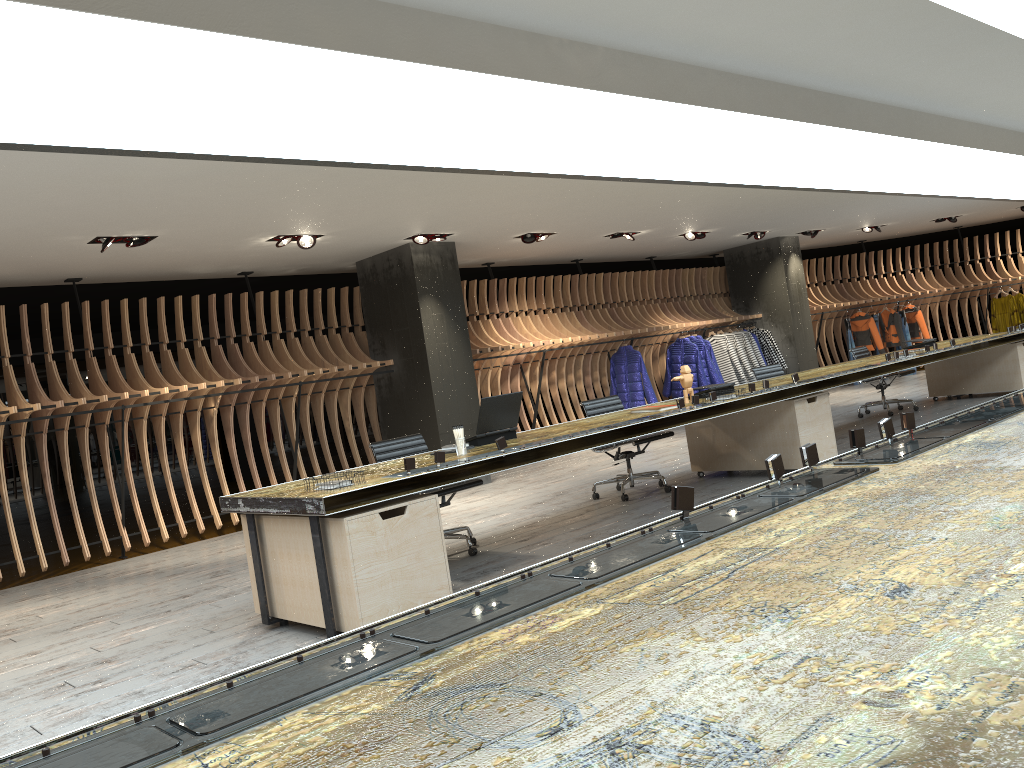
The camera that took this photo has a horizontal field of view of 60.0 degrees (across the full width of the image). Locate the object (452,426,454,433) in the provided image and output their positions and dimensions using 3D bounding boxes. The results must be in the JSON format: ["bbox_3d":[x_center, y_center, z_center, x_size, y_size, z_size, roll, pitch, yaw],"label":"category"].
[{"bbox_3d":[-0.341,0.342,5.417,0.030,0.170,0.007,-9,0,-32],"label":"object"}]

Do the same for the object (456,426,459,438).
[{"bbox_3d":[-0.325,0.339,5.394,0.007,0.170,0.030,-9,0,-22],"label":"object"}]

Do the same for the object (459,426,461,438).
[{"bbox_3d":[-0.316,0.338,5.394,0.030,0.170,0.007,-9,0,41],"label":"object"}]

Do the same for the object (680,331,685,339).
[{"bbox_3d":[2.647,-0.680,13.824,0.012,0.292,0.522,-8,0,-42],"label":"object"}]

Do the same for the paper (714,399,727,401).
[{"bbox_3d":[1.611,0.118,6.785,0.130,0.003,0.176,-9,1,-44],"label":"paper"}]

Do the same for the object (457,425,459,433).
[{"bbox_3d":[-0.317,0.338,5.436,0.007,0.170,0.030,-9,0,-29],"label":"object"}]

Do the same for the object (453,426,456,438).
[{"bbox_3d":[-0.340,0.341,5.407,0.007,0.170,0.030,-9,0,32],"label":"object"}]

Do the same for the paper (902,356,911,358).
[{"bbox_3d":[3.981,-0.275,8.941,0.130,0.004,0.176,-9,1,-35],"label":"paper"}]

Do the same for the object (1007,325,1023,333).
[{"bbox_3d":[6.448,-0.703,11.217,0.302,0.074,0.217,-8,1,42],"label":"object"}]

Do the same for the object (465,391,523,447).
[{"bbox_3d":[-0.157,0.242,6.016,0.373,0.316,0.365,-9,0,-42],"label":"object"}]

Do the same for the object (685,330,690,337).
[{"bbox_3d":[2.771,-0.705,13.894,0.012,0.291,0.522,-8,0,-42],"label":"object"}]

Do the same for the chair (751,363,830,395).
[{"bbox_3d":[2.978,0.203,9.432,0.667,0.859,0.694,-9,0,44],"label":"chair"}]

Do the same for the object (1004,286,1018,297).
[{"bbox_3d":[9.694,-1.810,17.239,0.012,0.270,0.525,-9,0,-12],"label":"object"}]

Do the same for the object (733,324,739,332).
[{"bbox_3d":[3.746,-0.854,14.773,0.012,0.313,0.517,-8,0,-42],"label":"object"}]

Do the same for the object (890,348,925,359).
[{"bbox_3d":[3.979,-0.298,8.939,0.302,0.071,0.209,-8,1,42],"label":"object"}]

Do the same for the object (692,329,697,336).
[{"bbox_3d":[2.890,-0.733,14.027,0.012,0.270,0.524,-8,0,-42],"label":"object"}]

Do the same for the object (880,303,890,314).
[{"bbox_3d":[7.171,-1.422,17.033,0.012,0.270,0.524,-9,0,-22],"label":"object"}]

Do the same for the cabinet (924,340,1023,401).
[{"bbox_3d":[5.996,-0.167,11.352,0.594,0.630,1.130,-9,0,-42],"label":"cabinet"}]

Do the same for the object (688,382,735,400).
[{"bbox_3d":[1.674,0.059,7.469,0.373,0.088,0.262,-9,1,-42],"label":"object"}]

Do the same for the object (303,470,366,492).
[{"bbox_3d":[-0.915,0.505,4.581,0.302,0.074,0.217,-8,1,42],"label":"object"}]

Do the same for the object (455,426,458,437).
[{"bbox_3d":[-0.327,0.339,5.435,0.030,0.170,0.007,-9,0,34],"label":"object"}]

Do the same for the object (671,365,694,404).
[{"bbox_3d":[1.362,0.006,6.999,0.097,0.300,0.321,-9,0,32],"label":"object"}]

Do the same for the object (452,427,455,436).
[{"bbox_3d":[-0.341,0.342,5.411,0.007,0.170,0.030,-9,0,44],"label":"object"}]

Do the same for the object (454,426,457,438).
[{"bbox_3d":[-0.334,0.341,5.399,0.007,0.170,0.030,-9,0,5],"label":"object"}]

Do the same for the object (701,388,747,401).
[{"bbox_3d":[1.621,0.090,6.776,0.302,0.074,0.217,-8,1,42],"label":"object"}]

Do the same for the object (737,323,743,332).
[{"bbox_3d":[3.850,-0.892,14.951,0.012,0.270,0.524,-8,0,-42],"label":"object"}]

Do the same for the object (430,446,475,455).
[{"bbox_3d":[-0.388,0.431,5.764,0.212,0.019,0.219,-8,1,33],"label":"object"}]

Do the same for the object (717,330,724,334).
[{"bbox_3d":[3.423,-0.801,14.477,0.012,0.313,0.517,-8,0,-42],"label":"object"}]

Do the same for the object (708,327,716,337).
[{"bbox_3d":[3.250,-0.773,14.318,0.012,0.313,0.517,-8,0,-42],"label":"object"}]

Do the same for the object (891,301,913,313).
[{"bbox_3d":[7.454,-1.480,17.111,0.548,0.243,0.023,-8,0,24],"label":"object"}]

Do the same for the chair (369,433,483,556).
[{"bbox_3d":[-0.582,0.787,6.238,0.667,0.859,0.694,-9,0,34],"label":"chair"}]

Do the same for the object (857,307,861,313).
[{"bbox_3d":[6.610,-1.337,16.859,0.012,0.270,0.524,-9,0,-27],"label":"object"}]

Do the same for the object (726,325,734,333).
[{"bbox_3d":[3.615,-0.832,14.653,0.012,0.313,0.517,-8,0,-42],"label":"object"}]

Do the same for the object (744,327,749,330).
[{"bbox_3d":[4.008,-0.886,15.017,0.012,0.316,0.516,-8,0,-42],"label":"object"}]

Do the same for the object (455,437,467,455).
[{"bbox_3d":[-0.312,0.383,5.413,0.061,0.111,0.061,-9,0,-8],"label":"object"}]

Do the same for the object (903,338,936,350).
[{"bbox_3d":[4.904,-0.486,10.665,0.373,0.111,0.261,-9,1,-42],"label":"object"}]

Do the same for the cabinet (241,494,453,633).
[{"bbox_3d":[-0.917,0.971,4.850,0.594,0.630,1.130,-9,0,-42],"label":"cabinet"}]

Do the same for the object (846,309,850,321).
[{"bbox_3d":[6.330,-1.304,16.730,0.023,0.243,0.550,-9,0,29],"label":"object"}]

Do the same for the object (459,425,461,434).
[{"bbox_3d":[-0.308,0.336,5.432,0.007,0.170,0.030,-9,0,-2],"label":"object"}]

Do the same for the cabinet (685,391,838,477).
[{"bbox_3d":[2.186,0.460,7.849,0.594,0.630,1.130,-9,0,-42],"label":"cabinet"}]

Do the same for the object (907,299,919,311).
[{"bbox_3d":[7.691,-1.506,17.162,0.012,0.270,0.525,-9,0,-12],"label":"object"}]

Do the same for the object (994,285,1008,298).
[{"bbox_3d":[9.514,-1.783,17.250,0.012,0.270,0.525,-9,0,-12],"label":"object"}]

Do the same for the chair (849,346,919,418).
[{"bbox_3d":[4.590,-0.062,10.926,0.667,0.859,0.694,-9,0,34],"label":"chair"}]

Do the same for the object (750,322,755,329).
[{"bbox_3d":[4.143,-0.911,15.146,0.012,0.313,0.517,-8,0,-42],"label":"object"}]

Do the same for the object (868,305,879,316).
[{"bbox_3d":[6.890,-1.392,16.946,0.023,0.243,0.550,-9,0,44],"label":"object"}]

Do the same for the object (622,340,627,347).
[{"bbox_3d":[1.636,-0.527,12.875,0.012,0.270,0.524,-8,0,-42],"label":"object"}]

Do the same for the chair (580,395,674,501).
[{"bbox_3d":[1.020,0.524,7.677,0.667,0.859,0.694,-9,0,39],"label":"chair"}]
